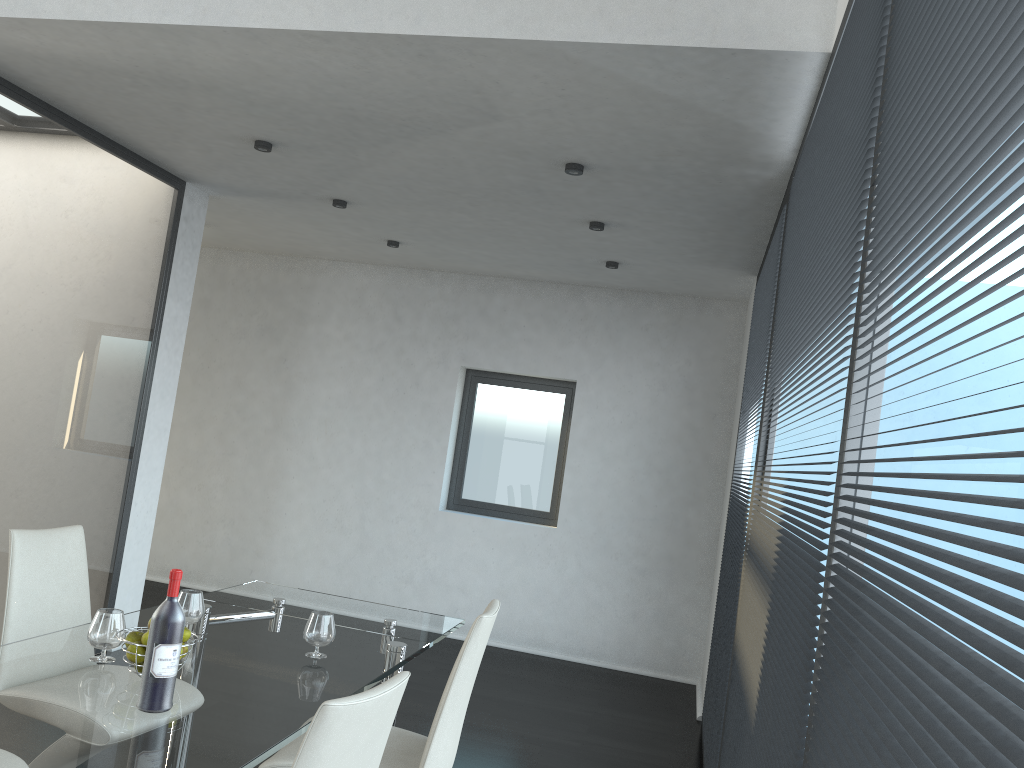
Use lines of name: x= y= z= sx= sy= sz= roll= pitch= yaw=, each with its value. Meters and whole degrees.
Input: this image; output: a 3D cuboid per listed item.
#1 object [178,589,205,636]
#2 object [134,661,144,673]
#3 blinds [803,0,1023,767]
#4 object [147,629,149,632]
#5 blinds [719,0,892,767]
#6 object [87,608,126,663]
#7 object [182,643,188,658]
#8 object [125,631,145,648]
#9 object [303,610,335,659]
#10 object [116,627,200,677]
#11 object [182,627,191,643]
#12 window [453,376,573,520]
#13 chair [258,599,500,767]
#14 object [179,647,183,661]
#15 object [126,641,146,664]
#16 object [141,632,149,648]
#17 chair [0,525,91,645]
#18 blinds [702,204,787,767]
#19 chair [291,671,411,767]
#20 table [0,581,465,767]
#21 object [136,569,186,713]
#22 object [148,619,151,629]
object: x=-1.021 y=0.720 z=2.797 sx=0.098 sy=0.132 sz=0.098 roll=6 pitch=-4 yaw=32
object: x=-0.963 y=0.733 z=2.310 sx=0.038 sy=0.038 sz=0.038 roll=7 pitch=-4 yaw=16
blinds: x=0.325 y=0.230 z=0.511 sx=0.018 sy=2.537 sz=1.874 roll=7 pitch=-4 yaw=12
object: x=-0.942 y=0.667 z=2.353 sx=0.055 sy=0.054 sz=0.050 roll=9 pitch=-4 yaw=-19
blinds: x=0.712 y=0.413 z=2.410 sx=0.018 sy=2.537 sz=1.874 roll=7 pitch=-4 yaw=12
object: x=-1.101 y=0.682 z=2.409 sx=0.098 sy=0.132 sz=0.098 roll=6 pitch=-4 yaw=32
object: x=-0.873 y=0.701 z=2.331 sx=0.040 sy=0.040 sz=0.039 roll=8 pitch=-4 yaw=4
object: x=-0.980 y=0.671 z=2.311 sx=0.055 sy=0.048 sz=0.054 roll=8 pitch=-4 yaw=5
object: x=-0.598 y=0.777 z=2.754 sx=0.098 sy=0.132 sz=0.098 roll=6 pitch=-4 yaw=32
object: x=-0.929 y=0.709 z=2.308 sx=0.206 sy=0.105 sz=0.206 roll=11 pitch=-5 yaw=-33
object: x=-0.876 y=0.664 z=2.351 sx=0.047 sy=0.045 sz=0.047 roll=7 pitch=-4 yaw=13
window: x=0.010 y=0.481 z=6.803 sx=0.800 sy=1.000 sz=0.050 roll=7 pitch=-4 yaw=12
chair: x=-0.412 y=1.127 z=2.750 sx=0.612 sy=0.959 sz=0.471 roll=8 pitch=-4 yaw=7
object: x=-0.880 y=0.695 z=2.290 sx=0.058 sy=0.058 sz=0.058 roll=10 pitch=-4 yaw=-21
object: x=-0.958 y=0.687 z=2.269 sx=0.053 sy=0.055 sz=0.054 roll=10 pitch=-4 yaw=-23
object: x=-0.930 y=0.657 z=2.278 sx=0.040 sy=0.043 sz=0.044 roll=6 pitch=-4 yaw=27
chair: x=-1.403 y=0.999 z=2.943 sx=0.612 sy=0.959 sz=0.471 roll=7 pitch=-4 yaw=17
blinds: x=1.116 y=0.603 z=4.387 sx=0.018 sy=2.537 sz=1.787 roll=7 pitch=-4 yaw=12
chair: x=-0.604 y=1.037 z=1.818 sx=0.612 sy=0.959 sz=0.471 roll=7 pitch=-4 yaw=22
table: x=-0.967 y=1.135 z=2.363 sx=0.940 sy=0.731 sz=2.720 roll=7 pitch=-4 yaw=12
object: x=-0.820 y=0.603 z=2.097 sx=0.082 sy=0.326 sz=0.082 roll=6 pitch=-5 yaw=33
object: x=-0.924 y=0.631 z=2.321 sx=0.055 sy=0.056 sz=0.055 roll=7 pitch=-4 yaw=12
